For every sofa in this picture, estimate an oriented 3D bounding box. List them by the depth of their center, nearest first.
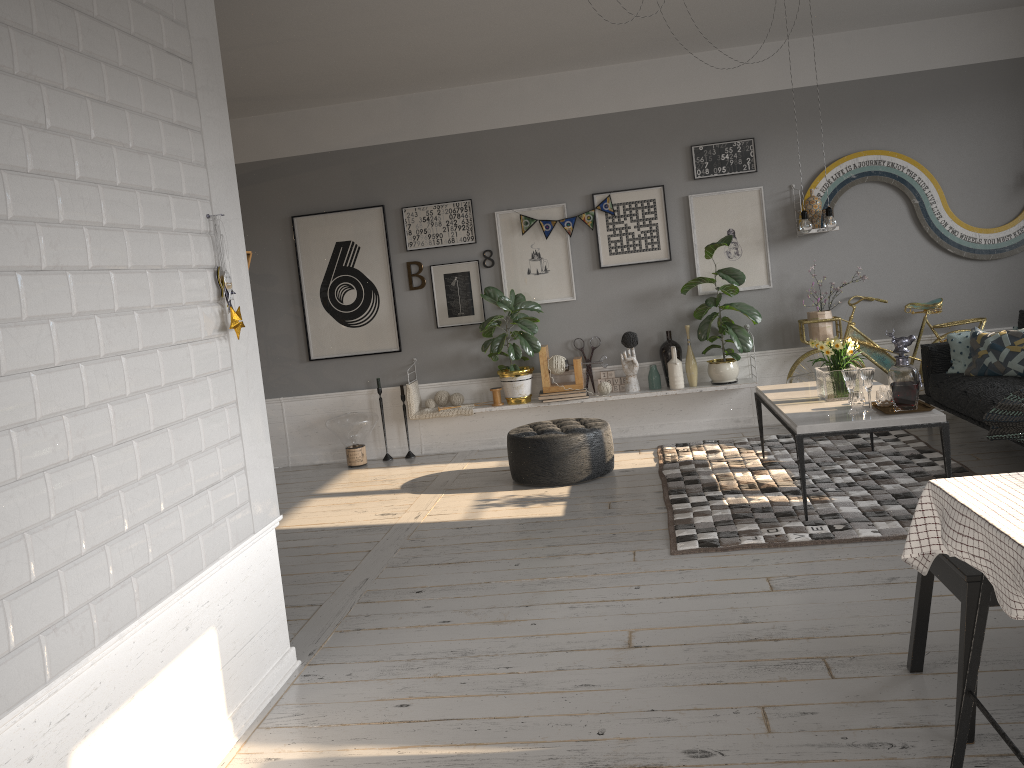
[{"bbox_3d":[3.272,0.015,5.325,0.969,0.794,2.356,-6,7,8],"label":"sofa"}]

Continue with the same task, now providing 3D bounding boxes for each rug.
[{"bbox_3d":[1.797,0.554,5.366,1.768,0.034,2.543,-5,7,8],"label":"rug"}]

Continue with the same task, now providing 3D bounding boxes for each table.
[{"bbox_3d":[1.963,0.594,1.738,2.023,0.781,0.937,-6,5,8],"label":"table"},{"bbox_3d":[1.896,0.332,5.108,0.731,0.508,1.465,-6,7,8],"label":"table"}]

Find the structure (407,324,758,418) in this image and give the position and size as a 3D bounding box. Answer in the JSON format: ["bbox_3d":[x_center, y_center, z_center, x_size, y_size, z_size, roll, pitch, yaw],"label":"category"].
[{"bbox_3d":[0.537,-0.088,7.126,2.772,0.484,0.310,-5,4,8],"label":"structure"}]

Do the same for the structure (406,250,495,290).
[{"bbox_3d":[-0.505,-0.947,7.353,0.738,0.262,0.024,-6,3,8],"label":"structure"}]

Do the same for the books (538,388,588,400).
[{"bbox_3d":[0.415,0.080,7.118,0.383,0.029,0.262,-5,7,9],"label":"books"}]

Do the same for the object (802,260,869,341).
[{"bbox_3d":[2.471,-0.647,6.756,0.487,0.638,0.255,-4,4,26],"label":"object"}]

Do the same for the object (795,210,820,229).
[{"bbox_3d":[2.265,-1.260,6.752,0.197,0.165,0.060,-2,6,42],"label":"object"}]

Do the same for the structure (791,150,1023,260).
[{"bbox_3d":[3.202,-1.371,6.701,2.020,0.952,0.268,-6,3,8],"label":"structure"}]

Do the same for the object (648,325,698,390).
[{"bbox_3d":[1.256,-0.210,6.994,0.287,0.486,0.332,-9,5,-32],"label":"object"}]

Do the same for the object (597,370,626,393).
[{"bbox_3d":[0.823,-0.024,7.174,0.264,0.173,0.079,-5,4,14],"label":"object"}]

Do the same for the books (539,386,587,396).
[{"bbox_3d":[0.410,0.057,7.128,0.379,0.017,0.230,-6,7,5],"label":"books"}]

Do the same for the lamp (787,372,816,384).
[{"bbox_3d":[2.303,0.132,6.646,0.432,0.436,0.435,-2,6,39],"label":"lamp"}]

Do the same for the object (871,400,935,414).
[{"bbox_3d":[2.013,0.117,4.579,0.246,0.015,0.320,-5,7,8],"label":"object"}]

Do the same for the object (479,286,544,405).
[{"bbox_3d":[0.006,-0.320,7.088,0.511,0.959,0.547,-7,4,-7],"label":"object"}]

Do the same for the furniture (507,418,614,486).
[{"bbox_3d":[0.336,0.457,6.146,0.736,0.355,0.739,-7,6,-5],"label":"furniture"}]

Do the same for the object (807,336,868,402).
[{"bbox_3d":[1.871,-0.096,5.076,0.324,0.349,0.354,-6,5,10],"label":"object"}]

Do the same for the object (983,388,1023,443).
[{"bbox_3d":[2.909,0.148,4.766,0.490,0.327,0.670,-6,6,3],"label":"object"}]

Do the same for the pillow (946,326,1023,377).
[{"bbox_3d":[3.279,-0.241,5.937,0.444,0.360,0.802,-7,6,-10],"label":"pillow"}]

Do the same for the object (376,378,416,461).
[{"bbox_3d":[-0.984,0.278,7.388,0.279,0.698,0.092,-6,3,0],"label":"object"}]

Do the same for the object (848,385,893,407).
[{"bbox_3d":[1.965,0.076,4.702,0.279,0.087,0.247,-8,7,-14],"label":"object"}]

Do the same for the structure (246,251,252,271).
[{"bbox_3d":[-1.310,-0.656,3.469,0.494,0.772,0.186,-6,3,8],"label":"structure"}]

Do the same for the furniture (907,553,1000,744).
[{"bbox_3d":[2.053,0.654,2.530,1.667,0.454,0.468,-6,5,8],"label":"furniture"}]

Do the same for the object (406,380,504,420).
[{"bbox_3d":[-0.453,0.103,7.243,0.784,0.305,0.331,-5,5,9],"label":"object"}]

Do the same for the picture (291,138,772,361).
[{"bbox_3d":[-1.848,-0.676,5.496,7.285,1.787,4.066,-5,6,8],"label":"picture"}]

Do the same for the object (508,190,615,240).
[{"bbox_3d":[0.417,-1.348,7.176,0.913,0.338,0.058,-6,3,7],"label":"object"}]

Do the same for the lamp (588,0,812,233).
[{"bbox_3d":[1.018,-1.533,4.832,1.400,1.530,0.074,-8,4,-23],"label":"lamp"}]

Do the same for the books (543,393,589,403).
[{"bbox_3d":[0.430,0.102,7.123,0.368,0.021,0.298,-6,7,2],"label":"books"}]

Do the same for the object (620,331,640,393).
[{"bbox_3d":[0.948,-0.178,7.052,0.155,0.481,0.137,-6,3,8],"label":"object"}]

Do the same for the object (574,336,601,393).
[{"bbox_3d":[0.634,-0.153,7.227,0.221,0.462,0.019,-6,3,8],"label":"object"}]

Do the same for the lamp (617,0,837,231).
[{"bbox_3d":[1.133,-1.537,4.755,1.400,1.530,0.074,-8,4,-23],"label":"lamp"}]

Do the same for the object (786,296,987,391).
[{"bbox_3d":[2.923,-0.216,6.750,1.626,0.966,0.428,-7,4,-1],"label":"object"}]

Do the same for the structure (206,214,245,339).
[{"bbox_3d":[-1.000,-0.373,3.090,0.078,0.446,0.134,-7,3,-4],"label":"structure"}]

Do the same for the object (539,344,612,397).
[{"bbox_3d":[0.512,-0.110,7.098,0.545,0.438,0.240,-6,4,8],"label":"object"}]

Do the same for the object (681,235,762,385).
[{"bbox_3d":[1.630,-0.572,6.886,0.418,1.145,0.566,-10,5,-42],"label":"object"}]

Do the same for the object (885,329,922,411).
[{"bbox_3d":[1.994,-0.074,4.503,0.155,0.415,0.149,-5,4,27],"label":"object"}]

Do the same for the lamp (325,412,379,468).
[{"bbox_3d":[-1.300,0.458,7.298,0.431,0.436,0.435,-4,6,30],"label":"lamp"}]

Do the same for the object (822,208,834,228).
[{"bbox_3d":[2.413,-1.265,6.747,0.086,0.139,0.086,-6,4,1],"label":"object"}]

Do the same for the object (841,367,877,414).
[{"bbox_3d":[1.805,0.035,4.588,0.167,0.226,0.083,-5,4,19],"label":"object"}]
